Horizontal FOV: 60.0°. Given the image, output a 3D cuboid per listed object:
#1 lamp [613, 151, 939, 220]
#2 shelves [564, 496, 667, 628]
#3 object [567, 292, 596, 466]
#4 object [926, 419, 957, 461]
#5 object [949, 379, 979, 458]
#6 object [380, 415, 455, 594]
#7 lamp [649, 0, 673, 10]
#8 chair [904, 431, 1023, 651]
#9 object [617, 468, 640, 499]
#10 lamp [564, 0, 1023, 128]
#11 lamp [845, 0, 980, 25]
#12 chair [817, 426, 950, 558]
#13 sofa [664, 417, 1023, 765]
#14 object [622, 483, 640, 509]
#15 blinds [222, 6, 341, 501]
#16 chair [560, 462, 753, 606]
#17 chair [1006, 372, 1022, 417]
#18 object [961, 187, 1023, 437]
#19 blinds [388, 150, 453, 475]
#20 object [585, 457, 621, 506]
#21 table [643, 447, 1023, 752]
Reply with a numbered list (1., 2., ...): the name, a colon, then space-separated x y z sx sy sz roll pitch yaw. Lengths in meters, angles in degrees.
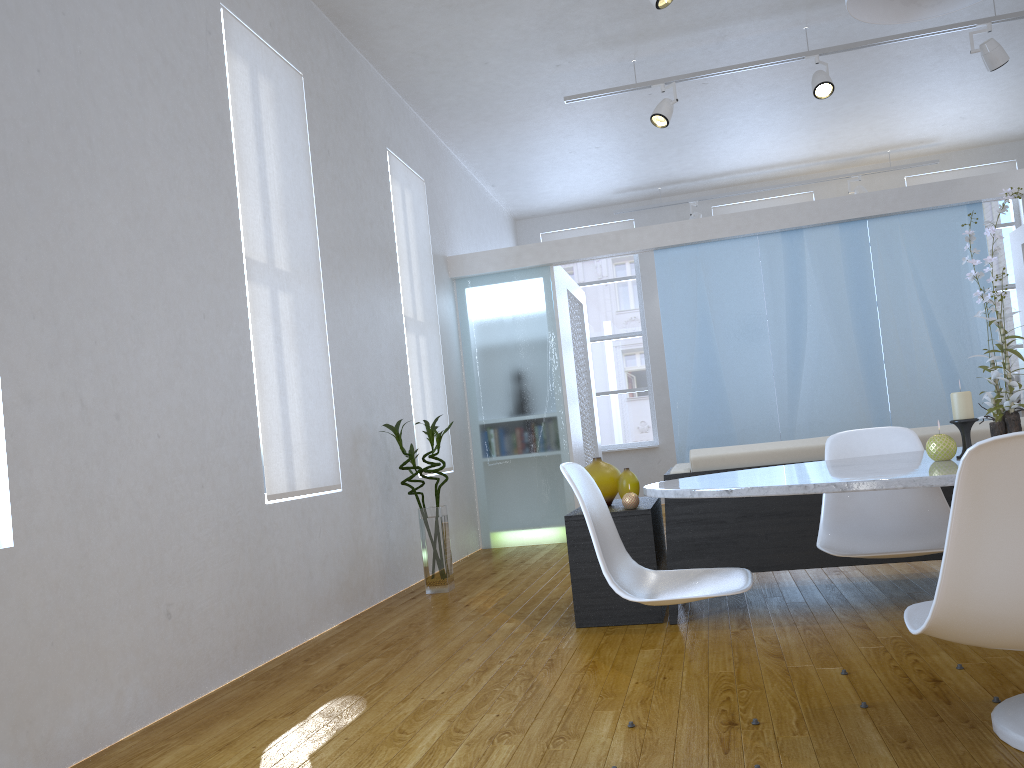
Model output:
1. lamp: 2.572 -1.874 8.812 3.120 0.486 0.197 -7 -3 11
2. shelves: 0.482 0.757 3.898 0.349 0.450 0.730 -7 -4 12
3. object: 0.625 0.228 7.789 0.051 2.013 0.923 -6 -3 12
4. object: 0.948 0.123 1.962 0.062 0.091 0.063 -4 -3 -30
5. object: 1.007 0.076 1.977 0.059 0.176 0.059 -6 -2 -3
6. object: -0.507 0.669 4.916 0.380 0.979 0.485 -5 -3 -15
7. lamp: 1.474 -2.109 4.011 3.120 0.486 0.223 -7 -3 12
8. chair: 0.833 0.243 1.415 0.406 0.351 0.419 -7 -3 15
9. object: 0.500 0.441 3.804 0.095 0.160 0.096 -4 -3 -36
10. lamp: 1.873 -2.031 5.656 3.119 0.486 0.205 -7 -3 10
11. lamp: 0.888 -1.673 2.035 0.399 1.536 0.400 -5 -3 -21
12. chair: 1.032 0.295 2.421 0.406 0.351 0.419 -7 -3 11
13. sofa: 1.877 0.540 4.306 5.341 0.678 9.733 -7 -4 12
14. object: 0.481 0.456 3.610 0.071 0.104 0.071 -8 -4 39
15. blinds: -1.042 -0.542 4.084 0.007 2.108 0.762 -6 -3 12
16. chair: 0.348 0.344 2.131 0.419 0.351 0.406 -7 -3 14
17. chair: 4.251 0.398 7.811 0.473 0.960 0.378 -8 -3 37
18. object: 1.160 -0.155 2.136 0.166 0.637 0.202 -8 -3 40
19. blinds: -0.613 -0.446 6.021 0.007 2.109 0.762 -6 -3 12
20. object: 0.389 0.434 3.937 0.207 0.215 0.207 -4 -4 -36
21. table: 1.277 0.447 1.930 1.911 0.622 1.072 -7 -4 11
